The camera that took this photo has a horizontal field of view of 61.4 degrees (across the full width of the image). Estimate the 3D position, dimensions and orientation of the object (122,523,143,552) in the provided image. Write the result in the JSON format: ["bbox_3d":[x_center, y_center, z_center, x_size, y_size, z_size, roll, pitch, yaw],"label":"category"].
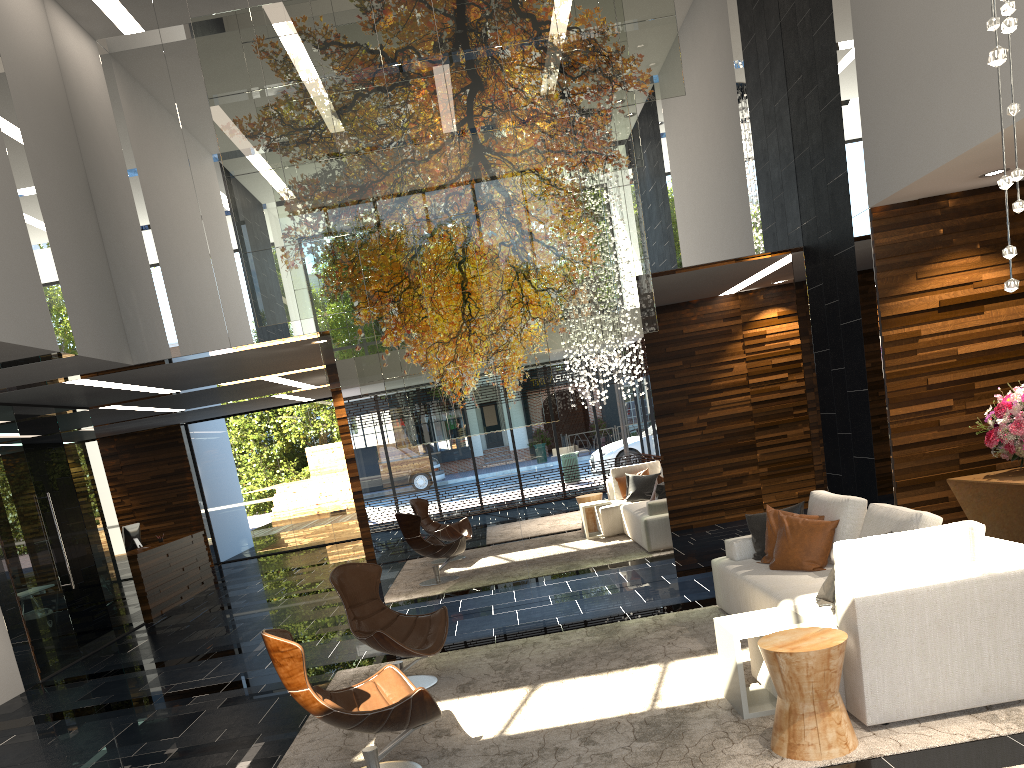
[{"bbox_3d":[-5.546,2.306,12.668,0.190,0.503,0.471,-9,4,3],"label":"object"}]

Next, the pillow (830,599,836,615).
[{"bbox_3d":[1.924,1.023,4.643,0.541,0.426,0.254,-11,7,-32],"label":"pillow"}]

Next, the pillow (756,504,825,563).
[{"bbox_3d":[1.940,1.047,6.015,0.236,0.440,0.552,-15,5,-36],"label":"pillow"}]

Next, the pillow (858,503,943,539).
[{"bbox_3d":[2.215,0.938,5.021,0.290,0.445,0.705,-10,1,-1],"label":"pillow"}]

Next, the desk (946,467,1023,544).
[{"bbox_3d":[3.839,0.948,5.453,0.990,0.763,2.204,-10,-1,-2],"label":"desk"}]

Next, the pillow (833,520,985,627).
[{"bbox_3d":[1.950,0.943,4.246,0.712,0.472,0.211,-10,8,1],"label":"pillow"}]

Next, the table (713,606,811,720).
[{"bbox_3d":[1.357,1.485,4.624,0.400,0.478,0.390,-10,5,-1],"label":"table"}]

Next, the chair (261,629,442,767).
[{"bbox_3d":[-0.755,1.606,4.374,0.768,0.954,0.675,-13,7,-33],"label":"chair"}]

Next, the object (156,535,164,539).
[{"bbox_3d":[-5.305,2.319,12.964,0.077,0.105,0.147,-6,3,29],"label":"object"}]

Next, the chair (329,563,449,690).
[{"bbox_3d":[-0.874,1.706,6.037,0.797,0.954,0.650,-7,7,27],"label":"chair"}]

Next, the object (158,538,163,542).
[{"bbox_3d":[-5.279,2.350,12.961,0.078,0.061,0.074,-9,3,23],"label":"object"}]

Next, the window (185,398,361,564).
[{"bbox_3d":[-4.167,1.844,17.032,3.959,2.922,0.057,-10,10,0],"label":"window"}]

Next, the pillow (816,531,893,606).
[{"bbox_3d":[1.910,1.036,4.822,0.491,0.374,0.300,-12,5,-41],"label":"pillow"}]

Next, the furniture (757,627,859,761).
[{"bbox_3d":[1.368,1.426,3.988,0.397,0.535,0.378,-6,7,34],"label":"furniture"}]

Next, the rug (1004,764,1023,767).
[{"bbox_3d":[1.563,1.583,2.360,3.417,0.006,2.294,-10,-3,0],"label":"rug"}]

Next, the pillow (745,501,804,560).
[{"bbox_3d":[1.912,1.065,6.229,0.247,0.425,0.559,-16,6,-43],"label":"pillow"}]

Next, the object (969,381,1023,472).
[{"bbox_3d":[3.660,0.274,5.969,0.686,0.694,0.649,-10,4,-9],"label":"object"}]

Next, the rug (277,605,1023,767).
[{"bbox_3d":[1.536,1.731,5.376,5.902,0.006,3.155,-10,-3,0],"label":"rug"}]

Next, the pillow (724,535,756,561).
[{"bbox_3d":[1.935,1.200,6.522,0.621,0.156,0.236,-10,1,-5],"label":"pillow"}]

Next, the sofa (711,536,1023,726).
[{"bbox_3d":[1.967,1.297,5.368,1.290,0.697,2.800,-10,-2,-1],"label":"sofa"}]

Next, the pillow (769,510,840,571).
[{"bbox_3d":[1.939,1.062,5.800,0.262,0.422,0.521,-14,4,-31],"label":"pillow"}]

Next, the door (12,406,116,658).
[{"bbox_3d":[-4.953,1.634,9.672,0.101,2.921,0.844,-10,9,-2],"label":"door"}]

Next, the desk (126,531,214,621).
[{"bbox_3d":[-5.316,2.831,12.728,0.879,0.907,2.626,-10,-1,-2],"label":"desk"}]

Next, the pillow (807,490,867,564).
[{"bbox_3d":[2.195,0.976,5.903,0.247,0.461,0.705,-10,1,-2],"label":"pillow"}]
